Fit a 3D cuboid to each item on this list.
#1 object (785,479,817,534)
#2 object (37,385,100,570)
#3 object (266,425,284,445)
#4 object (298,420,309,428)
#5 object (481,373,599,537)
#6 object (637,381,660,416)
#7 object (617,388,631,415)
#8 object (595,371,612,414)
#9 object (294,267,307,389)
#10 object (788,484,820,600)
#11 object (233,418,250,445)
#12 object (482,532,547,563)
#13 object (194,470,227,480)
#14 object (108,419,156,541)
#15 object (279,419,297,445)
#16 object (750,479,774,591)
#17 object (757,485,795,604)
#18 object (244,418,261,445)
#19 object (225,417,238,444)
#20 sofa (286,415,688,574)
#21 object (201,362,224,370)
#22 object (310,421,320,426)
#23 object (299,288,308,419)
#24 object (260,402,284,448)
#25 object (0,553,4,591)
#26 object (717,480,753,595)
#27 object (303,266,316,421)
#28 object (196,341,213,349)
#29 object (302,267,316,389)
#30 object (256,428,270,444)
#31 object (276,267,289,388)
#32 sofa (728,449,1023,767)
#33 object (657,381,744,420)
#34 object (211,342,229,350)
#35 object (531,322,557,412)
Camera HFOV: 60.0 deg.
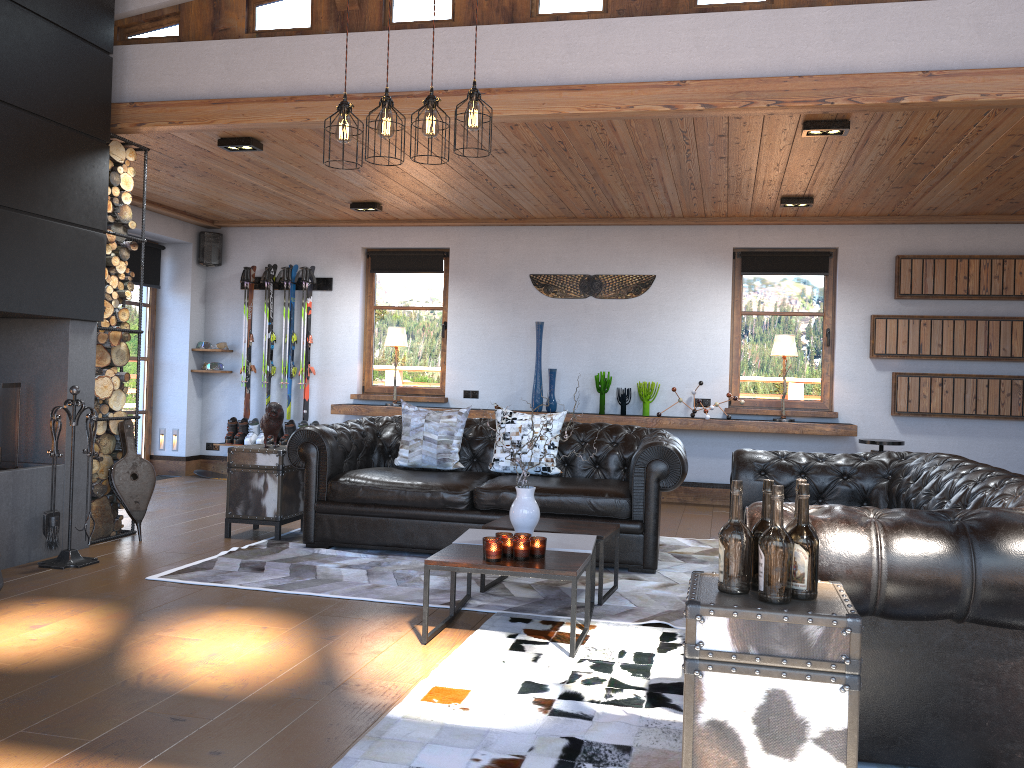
[{"bbox_3d":[0.763,0.395,2.345,0.088,0.286,0.087,2,0,-10],"label":"object"},{"bbox_3d":[-2.502,0.516,5.040,0.311,1.018,0.304,2,0,-32],"label":"object"},{"bbox_3d":[-2.433,0.495,9.081,0.115,0.270,0.254,2,0,33],"label":"object"},{"bbox_3d":[-2.137,0.505,9.020,0.116,0.270,0.252,2,0,8],"label":"object"},{"bbox_3d":[0.101,0.346,4.247,0.614,0.808,0.410,2,0,24],"label":"object"},{"bbox_3d":[1.282,0.138,8.424,0.184,0.332,0.197,2,0,-27],"label":"object"},{"bbox_3d":[1.062,0.166,8.458,0.130,0.260,0.122,2,0,-17],"label":"object"},{"bbox_3d":[0.865,0.086,8.451,0.160,0.410,0.145,2,0,-18],"label":"object"},{"bbox_3d":[-2.164,-0.573,9.013,0.122,1.250,0.058,2,0,-20],"label":"object"},{"bbox_3d":[0.734,0.395,2.245,0.088,0.286,0.087,2,0,-37],"label":"object"},{"bbox_3d":[-2.795,0.483,9.164,0.116,0.270,0.253,2,0,18],"label":"object"},{"bbox_3d":[-0.022,0.709,3.860,0.306,0.081,0.243,2,0,-39],"label":"object"},{"bbox_3d":[-2.529,0.959,9.133,1.616,0.065,0.309,2,0,12],"label":"object"},{"bbox_3d":[-2.510,0.626,5.845,0.264,0.795,0.267,2,0,-4],"label":"object"},{"bbox_3d":[-2.295,0.500,9.084,0.115,0.270,0.254,2,0,28],"label":"object"},{"bbox_3d":[0.667,0.393,2.315,0.088,0.286,0.087,2,0,-9],"label":"object"},{"bbox_3d":[0.655,0.393,2.195,0.086,0.286,0.088,2,0,25],"label":"object"},{"bbox_3d":[-2.675,0.487,9.137,0.116,0.270,0.253,2,0,18],"label":"object"},{"bbox_3d":[-2.909,0.479,9.191,0.116,0.270,0.252,2,0,3],"label":"object"},{"bbox_3d":[-0.103,0.670,6.003,2.554,0.838,1.245,2,0,12],"label":"sofa"},{"bbox_3d":[-3.191,-0.190,9.412,0.190,0.084,0.347,2,0,-41],"label":"object"},{"bbox_3d":[-2.014,0.509,8.993,0.116,0.270,0.252,2,0,8],"label":"object"},{"bbox_3d":[-2.152,-0.404,9.168,0.095,1.606,0.116,2,0,13],"label":"object"},{"bbox_3d":[-1.646,0.279,6.093,0.151,0.319,0.245,2,0,-36],"label":"object"},{"bbox_3d":[-2.623,0.816,4.192,0.379,0.431,0.388,2,0,39],"label":"object"},{"bbox_3d":[0.575,0.390,2.279,0.086,0.286,0.088,2,0,23],"label":"object"},{"bbox_3d":[-2.060,-0.415,9.136,0.095,1.606,0.116,2,0,13],"label":"object"},{"bbox_3d":[-3.263,-0.411,9.432,0.189,0.084,0.160,2,0,12],"label":"object"},{"bbox_3d":[-2.088,-0.571,9.090,0.122,1.250,0.058,2,0,-25],"label":"object"},{"bbox_3d":[-2.554,0.491,9.126,0.116,0.270,0.253,2,0,18],"label":"object"},{"bbox_3d":[-2.367,-0.579,9.072,0.122,1.250,0.058,2,0,-30],"label":"object"},{"bbox_3d":[1.517,0.738,3.665,1.233,0.838,2.578,2,0,13],"label":"sofa"},{"bbox_3d":[1.755,0.144,8.239,0.639,0.349,0.527,2,0,40],"label":"object"},{"bbox_3d":[-3.090,-0.405,9.394,0.159,0.084,0.190,2,0,12],"label":"object"},{"bbox_3d":[0.321,-0.161,8.507,0.277,0.862,0.110,2,0,-32],"label":"object"}]
